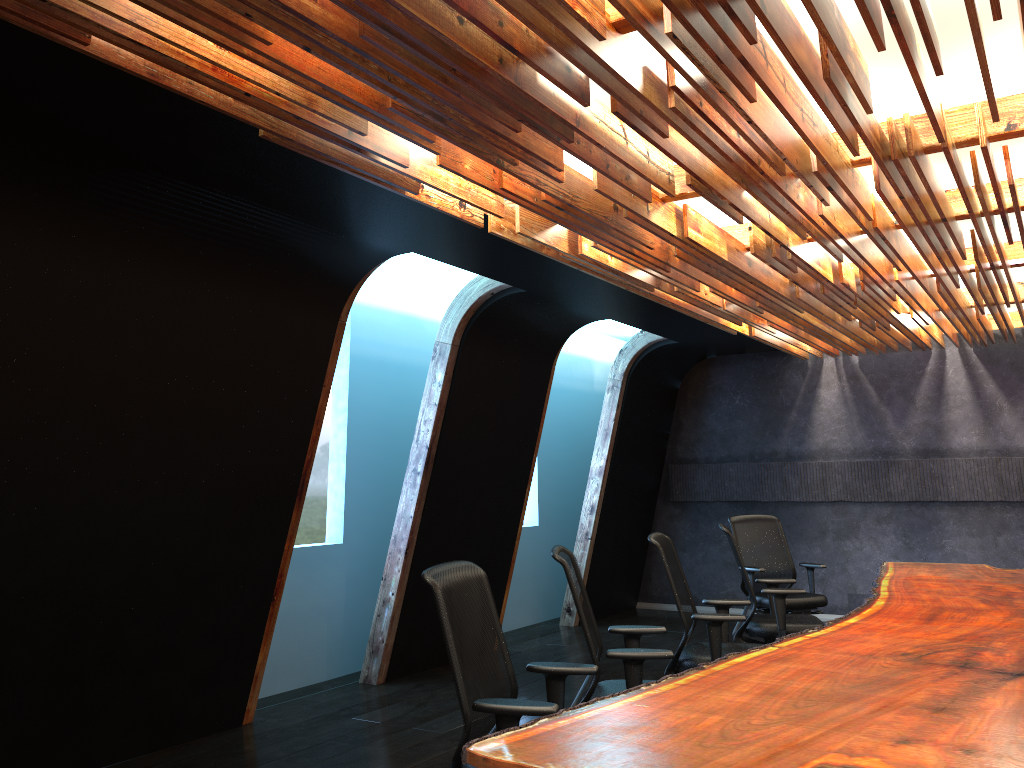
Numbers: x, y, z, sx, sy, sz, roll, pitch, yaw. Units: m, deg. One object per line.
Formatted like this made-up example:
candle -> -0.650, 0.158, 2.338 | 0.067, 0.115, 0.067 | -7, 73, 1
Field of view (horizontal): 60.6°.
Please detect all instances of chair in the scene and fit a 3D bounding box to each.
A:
chair -> 1.919, 1.631, 6.240 | 0.795, 1.270, 0.794 | -3, -12, 11
chair -> 1.245, 1.511, 5.121 | 0.794, 1.270, 0.795 | -4, -13, 16
chair -> 0.603, 1.406, 4.124 | 0.796, 1.270, 0.793 | -2, -12, 6
chair -> 0.110, 1.309, 3.222 | 0.794, 1.270, 0.795 | -4, -13, 16
chair -> 2.359, 1.780, 7.599 | 0.814, 1.270, 0.775 | 5, -13, -23

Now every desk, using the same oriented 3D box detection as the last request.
desk -> 2.443, 1.636, 4.517 | 2.019, 0.837, 6.562 | -6, -8, 32

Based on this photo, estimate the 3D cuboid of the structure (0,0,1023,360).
structure -> 2.322, 0.349, 4.330 | 4.488, 3.066, 11.303 | -6, -9, 32
